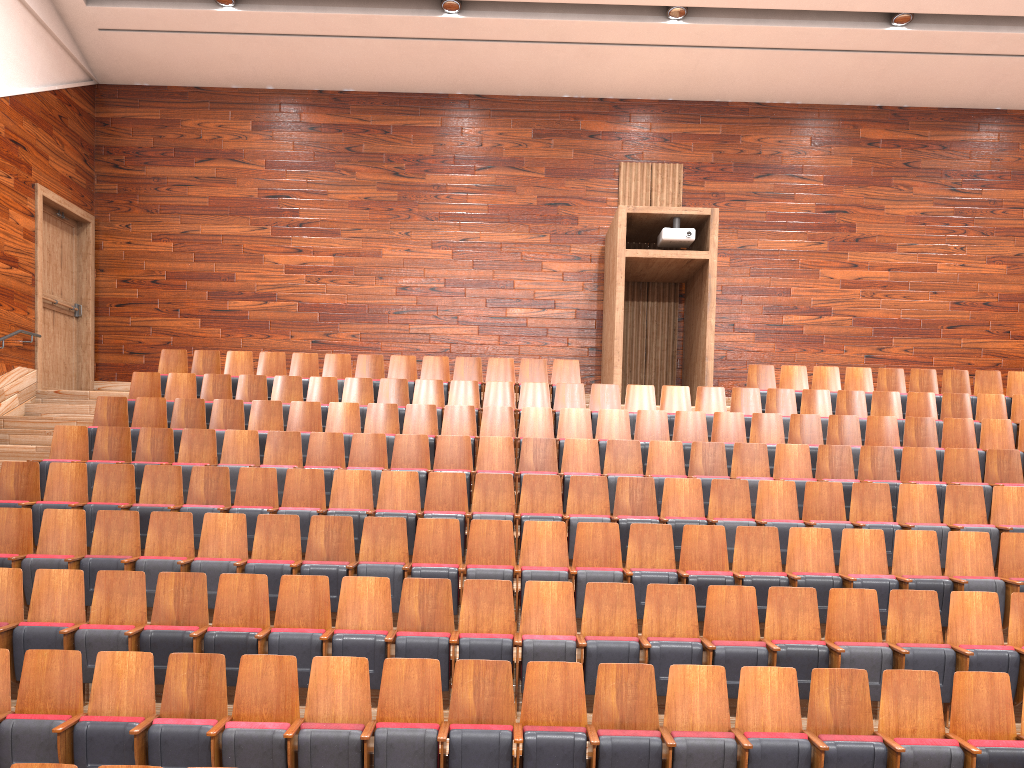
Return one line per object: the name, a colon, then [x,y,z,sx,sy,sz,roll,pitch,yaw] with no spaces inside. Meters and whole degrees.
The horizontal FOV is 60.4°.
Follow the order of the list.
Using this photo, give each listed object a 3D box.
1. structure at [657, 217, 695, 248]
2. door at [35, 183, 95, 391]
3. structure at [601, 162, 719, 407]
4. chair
structure: [0.194,-0.181,1.034,0.038,0.031,0.041,1,-2,0]
door: [-0.561,-0.105,1.087,0.024,0.240,0.139,1,1,0]
structure: [0.180,-0.132,1.093,0.117,0.330,0.143,1,1,0]
chair: [0.175,0.129,0.654,1.183,0.373,0.772,1,-4,0]
